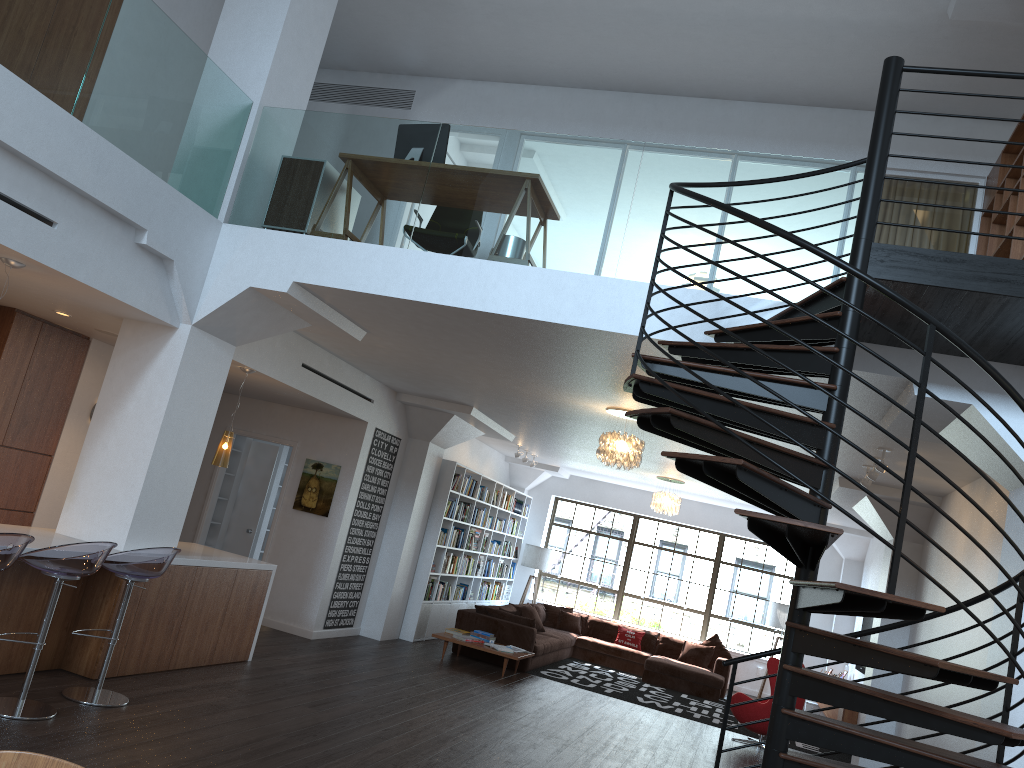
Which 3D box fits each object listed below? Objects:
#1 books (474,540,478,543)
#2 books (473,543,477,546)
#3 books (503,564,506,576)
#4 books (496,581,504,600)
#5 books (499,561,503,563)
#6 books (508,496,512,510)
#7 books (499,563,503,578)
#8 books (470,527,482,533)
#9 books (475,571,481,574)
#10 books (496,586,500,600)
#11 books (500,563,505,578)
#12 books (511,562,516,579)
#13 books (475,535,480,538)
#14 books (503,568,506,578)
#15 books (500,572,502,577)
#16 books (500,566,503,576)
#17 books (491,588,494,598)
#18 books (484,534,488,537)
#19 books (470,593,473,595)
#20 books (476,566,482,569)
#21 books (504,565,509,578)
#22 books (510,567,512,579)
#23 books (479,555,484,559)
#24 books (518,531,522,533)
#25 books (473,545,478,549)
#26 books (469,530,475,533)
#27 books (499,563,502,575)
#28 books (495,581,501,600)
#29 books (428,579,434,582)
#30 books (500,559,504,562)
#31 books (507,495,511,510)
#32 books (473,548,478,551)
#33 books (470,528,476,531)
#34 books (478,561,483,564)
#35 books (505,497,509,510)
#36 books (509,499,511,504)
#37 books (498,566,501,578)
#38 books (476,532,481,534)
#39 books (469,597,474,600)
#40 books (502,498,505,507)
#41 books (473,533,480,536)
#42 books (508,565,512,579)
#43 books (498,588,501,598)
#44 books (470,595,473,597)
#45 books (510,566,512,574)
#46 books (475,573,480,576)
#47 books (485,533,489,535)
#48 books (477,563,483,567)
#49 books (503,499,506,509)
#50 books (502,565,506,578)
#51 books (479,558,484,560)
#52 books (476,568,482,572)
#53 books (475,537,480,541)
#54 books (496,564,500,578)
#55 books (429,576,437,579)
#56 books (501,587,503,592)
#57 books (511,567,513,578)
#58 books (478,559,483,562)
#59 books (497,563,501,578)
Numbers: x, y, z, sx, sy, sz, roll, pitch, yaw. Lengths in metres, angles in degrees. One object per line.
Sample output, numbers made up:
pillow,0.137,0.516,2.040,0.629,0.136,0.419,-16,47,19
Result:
books,-0.625,2.401,13.608,0.168,0.045,0.231,11,-10,12
books,-0.651,2.437,13.591,0.180,0.042,0.259,10,-10,17
books,-0.206,3.221,15.371,0.160,0.251,0.039,10,-10,17
books,-0.250,3.601,15.468,0.176,0.290,0.053,10,-10,17
books,-0.278,2.997,15.032,0.223,0.031,0.161,10,-10,17
books,-0.111,2.000,14.959,0.160,0.250,0.026,10,-10,17
books,-0.262,3.173,15.162,0.171,0.246,0.036,10,-10,17
books,-0.569,2.246,13.645,0.129,0.043,0.185,7,-12,31
books,-0.627,2.941,13.950,0.251,0.037,0.160,9,-11,22
books,-0.319,3.561,15.209,0.189,0.247,0.057,10,-10,17
books,-0.230,3.197,15.276,0.183,0.253,0.042,10,-10,17
books,-0.043,3.341,15.942,0.176,0.290,0.053,10,-10,17
books,-0.605,2.326,13.623,0.161,0.033,0.223,10,-10,17
books,-0.195,3.252,15.399,0.161,0.221,0.035,10,-10,16
books,-0.259,3.195,15.239,0.168,0.231,0.045,10,-10,17
books,-0.254,3.179,15.198,0.160,0.251,0.036,10,-10,17
books,-0.408,3.492,14.890,0.168,0.231,0.040,10,-10,17
books,-0.498,2.364,13.948,0.223,0.031,0.161,10,-10,17
books,-0.747,3.253,13.875,0.254,0.032,0.174,9,-11,22
books,-0.596,2.867,13.970,0.231,0.044,0.168,11,-10,12
books,-0.178,3.261,15.485,0.168,0.228,0.139,10,-10,17
books,-0.086,3.345,15.791,0.161,0.213,0.118,10,-10,17
books,-0.551,2.712,13.980,0.185,0.041,0.129,7,-12,31
books,0.038,2.631,15.895,0.174,0.032,0.254,21,-12,-37
books,-0.636,2.481,13.581,0.160,0.039,0.251,9,-11,22
books,-0.673,2.187,13.253,0.174,0.045,0.240,10,-10,16
books,-0.282,3.155,15.099,0.183,0.253,0.039,10,-10,17
books,-0.284,3.552,15.256,0.140,0.298,0.044,10,-10,17
books,-1.151,2.629,11.967,0.174,0.045,0.240,12,-10,7
books,-0.269,2.970,15.045,0.224,0.030,0.161,8,-11,27
books,-0.134,1.975,14.857,0.183,0.253,0.034,10,-10,17
books,-0.642,2.519,13.576,0.171,0.039,0.246,10,-10,17
books,-0.662,2.149,13.236,0.223,0.027,0.161,8,-11,26
books,-0.578,2.795,13.981,0.223,0.032,0.161,10,-10,17
books,-0.161,1.969,14.793,0.168,0.231,0.037,10,-10,17
books,-0.128,1.996,14.927,0.174,0.240,0.045,10,-10,17
books,-0.280,3.162,15.060,0.161,0.223,0.030,10,-10,17
books,-0.582,2.278,13.644,0.144,0.024,0.208,9,-11,22
books,-0.758,3.318,13.859,0.284,0.035,0.197,10,-10,17
books,-0.213,1.924,14.590,0.161,0.223,0.027,10,-10,17
books,-0.606,2.301,13.654,0.223,0.027,0.161,12,-10,7
books,-0.107,3.311,15.699,0.172,0.235,0.112,10,-10,17
books,-0.288,3.605,15.294,0.144,0.207,0.048,10,-10,17
books,-0.751,3.285,13.865,0.284,0.033,0.197,13,-10,2
books,-0.100,3.333,15.757,0.161,0.218,0.101,10,-10,17
books,-0.634,2.977,13.940,0.246,0.038,0.171,10,-10,17
books,-0.490,2.337,13.960,0.224,0.030,0.161,8,-11,27
books,-0.593,2.826,13.971,0.253,0.040,0.183,10,-10,17
books,-0.194,1.943,14.666,0.161,0.223,0.026,10,-10,17
books,-0.212,3.227,15.333,0.161,0.223,0.032,10,-10,17
books,-0.553,2.745,13.980,0.208,0.024,0.144,9,-11,22
books,-0.616,2.909,13.980,0.259,0.040,0.180,10,-10,17
books,-0.609,2.360,13.609,0.183,0.042,0.253,10,-10,17
books,-0.312,3.136,14.957,0.161,0.223,0.030,10,-10,17
books,-1.140,2.590,11.950,0.223,0.027,0.161,8,-11,26
books,-0.265,3.625,15.423,0.161,0.223,0.027,10,-10,17
books,-0.079,3.357,15.840,0.161,0.213,0.146,10,-10,17
books,-0.552,2.769,13.966,0.161,0.026,0.223,12,-10,7
books,-0.298,3.131,14.997,0.174,0.251,0.051,10,-10,17
